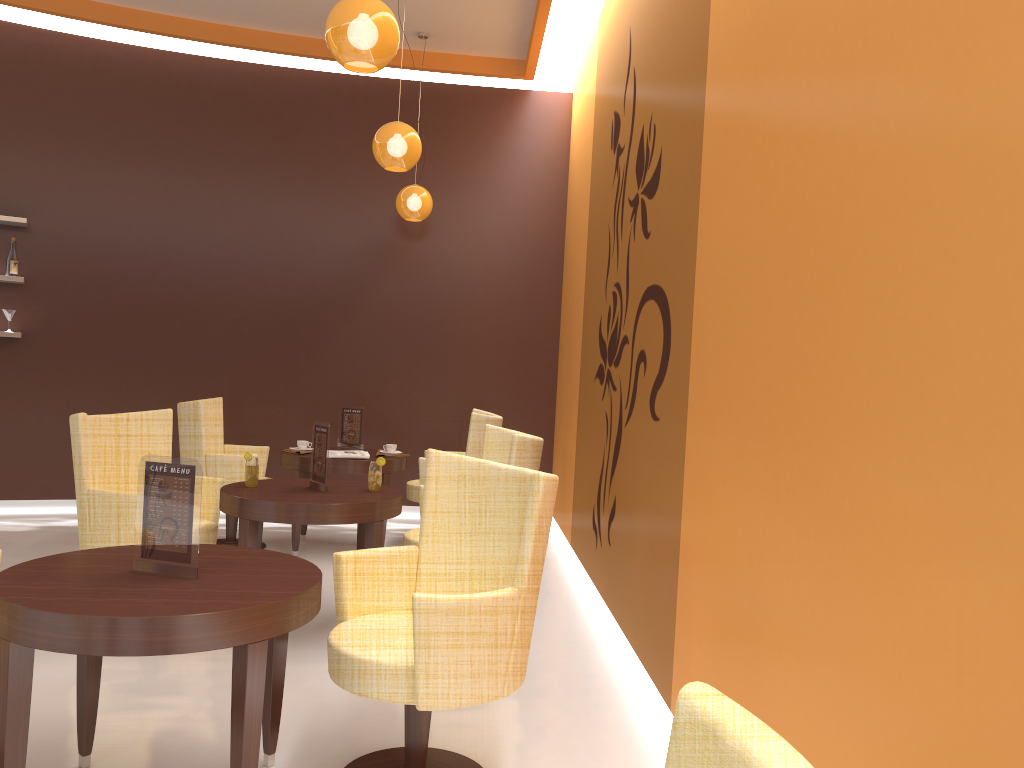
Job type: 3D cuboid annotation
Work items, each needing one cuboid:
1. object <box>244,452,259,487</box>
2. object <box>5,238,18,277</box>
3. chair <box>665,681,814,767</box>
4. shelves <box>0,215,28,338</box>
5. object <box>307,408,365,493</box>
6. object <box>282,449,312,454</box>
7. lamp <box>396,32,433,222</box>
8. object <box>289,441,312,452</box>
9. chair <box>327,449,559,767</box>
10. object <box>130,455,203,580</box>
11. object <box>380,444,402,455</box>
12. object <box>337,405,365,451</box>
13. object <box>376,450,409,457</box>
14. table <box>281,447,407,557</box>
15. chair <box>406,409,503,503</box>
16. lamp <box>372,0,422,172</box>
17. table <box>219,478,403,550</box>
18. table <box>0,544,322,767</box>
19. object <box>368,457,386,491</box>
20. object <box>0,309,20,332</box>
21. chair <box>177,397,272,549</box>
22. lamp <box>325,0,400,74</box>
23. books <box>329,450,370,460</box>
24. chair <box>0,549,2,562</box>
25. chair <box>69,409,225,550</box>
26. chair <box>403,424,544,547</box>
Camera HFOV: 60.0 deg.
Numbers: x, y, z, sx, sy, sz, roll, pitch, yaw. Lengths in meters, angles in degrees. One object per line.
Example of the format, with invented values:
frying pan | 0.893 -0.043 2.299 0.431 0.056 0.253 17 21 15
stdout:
object | -1.273 0.418 4.332 0.072 0.171 0.067 3 1 -20
object | -3.826 -0.968 6.791 0.086 0.303 0.086 3 1 11
chair | -0.120 0.778 0.597 0.685 1.017 0.729 3 1 29
shelves | -5.501 -0.886 5.275 0.586 0.902 4.744 4 1 44
object | -1.024 0.339 5.305 0.187 0.335 2.090 3 1 -7
object | -1.485 0.461 6.192 0.239 0.021 0.464 3 1 11
lamp | -0.757 -2.074 7.166 0.299 1.500 0.299 3 1 -3
object | -1.465 0.433 6.196 0.153 0.069 0.153 3 1 23
chair | -0.236 0.747 2.817 0.685 1.017 0.729 3 1 -35
object | -0.973 0.372 2.508 0.209 0.335 0.042 3 1 15
object | -0.857 0.465 6.301 0.153 0.069 0.153 3 1 -20
object | -1.140 0.322 6.295 0.209 0.335 0.042 3 1 20
object | -0.841 0.495 6.296 0.239 0.021 0.464 3 1 -7
table | -1.197 0.827 6.260 0.872 0.679 0.874 4 1 33
chair | -0.435 0.696 6.556 0.685 1.017 0.729 3 1 -4
lamp | -0.663 -2.049 5.368 0.299 1.500 0.299 4 1 40
table | -0.993 0.859 4.357 0.872 0.679 0.874 3 1 28
table | -1.001 0.878 2.523 0.872 0.679 0.874 4 1 33
object | -0.681 0.450 4.428 0.067 0.171 0.072 4 1 45
object | -3.855 -0.481 6.805 0.137 0.174 0.137 3 1 -28
chair | -1.975 0.617 6.140 0.685 1.017 0.729 3 1 -6
lamp | -0.568 -2.025 3.571 0.299 1.500 0.299 3 1 22
books | -1.153 0.475 5.996 0.367 0.035 0.345 3 1 -13
chair | -1.779 0.668 2.403 0.685 1.017 0.729 3 1 -6
chair | -1.796 0.646 4.359 0.685 1.017 0.729 3 1 14
chair | -0.207 0.730 4.528 0.685 1.017 0.729 3 1 -15
